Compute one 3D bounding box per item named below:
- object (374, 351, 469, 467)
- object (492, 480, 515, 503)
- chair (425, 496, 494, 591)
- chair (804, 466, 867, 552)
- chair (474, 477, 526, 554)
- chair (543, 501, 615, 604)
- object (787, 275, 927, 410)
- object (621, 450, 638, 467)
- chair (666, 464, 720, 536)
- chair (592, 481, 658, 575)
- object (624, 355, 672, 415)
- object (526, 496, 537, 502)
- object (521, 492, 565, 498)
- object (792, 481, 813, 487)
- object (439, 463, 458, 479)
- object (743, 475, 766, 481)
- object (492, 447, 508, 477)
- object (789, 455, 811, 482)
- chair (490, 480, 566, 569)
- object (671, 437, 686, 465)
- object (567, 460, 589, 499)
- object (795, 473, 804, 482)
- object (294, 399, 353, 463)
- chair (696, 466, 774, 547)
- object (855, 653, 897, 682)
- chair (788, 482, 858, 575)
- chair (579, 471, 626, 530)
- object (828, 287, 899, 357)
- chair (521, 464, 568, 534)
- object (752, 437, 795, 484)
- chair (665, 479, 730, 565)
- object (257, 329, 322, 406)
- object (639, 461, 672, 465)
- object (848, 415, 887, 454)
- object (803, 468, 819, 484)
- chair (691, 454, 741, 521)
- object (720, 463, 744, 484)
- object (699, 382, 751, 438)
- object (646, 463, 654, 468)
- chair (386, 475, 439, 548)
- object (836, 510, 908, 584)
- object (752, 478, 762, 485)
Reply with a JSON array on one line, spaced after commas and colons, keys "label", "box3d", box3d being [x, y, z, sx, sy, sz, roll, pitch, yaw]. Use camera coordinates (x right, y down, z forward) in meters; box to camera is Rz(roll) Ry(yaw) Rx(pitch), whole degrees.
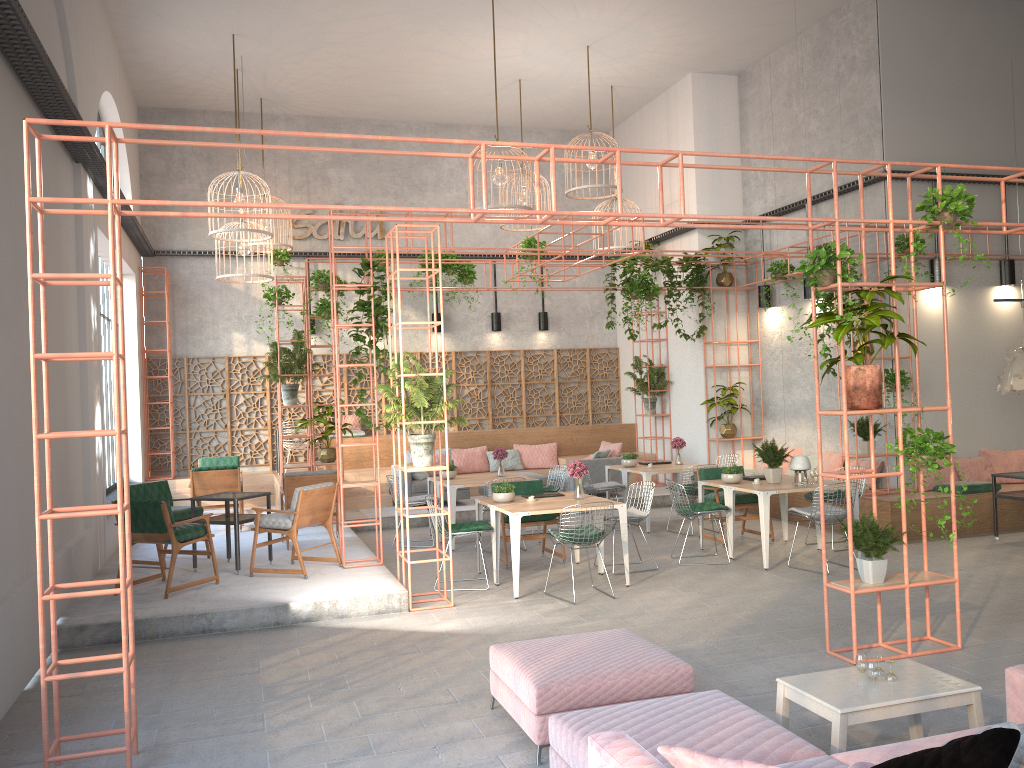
[{"label": "object", "box3d": [-0.892, 0.238, 8.514, 0.900, 1.100, 0.894, -2, -1, 12]}, {"label": "object", "box3d": [-0.088, 1.149, 9.487, 0.252, 0.247, 0.247, -2, -1, -17]}, {"label": "chair", "box3d": [-0.531, 1.630, 9.248, 0.717, 0.941, 0.565, -2, -1, -1]}, {"label": "chair", "box3d": [3.892, 1.478, 10.647, 0.717, 0.941, 0.565, -2, -1, -16]}, {"label": "chair", "box3d": [-0.139, 1.639, 11.301, 0.565, 0.941, 0.717, -2, -1, -21]}, {"label": "chair", "box3d": [0.654, 1.577, 8.573, 0.565, 0.941, 0.717, -2, -1, -21]}, {"label": "object", "box3d": [2.462, -0.290, 6.347, 0.924, 0.946, 0.923, -3, -1, 39]}, {"label": "object", "box3d": [1.728, 1.096, 13.024, 0.254, 0.247, 0.248, -2, -1, -17]}, {"label": "chair", "box3d": [2.472, 1.549, 12.110, 0.565, 0.941, 0.717, -2, -1, -21]}, {"label": "chair", "box3d": [1.239, 1.569, 9.806, 0.717, 0.941, 0.565, -2, -1, -16]}, {"label": "object", "box3d": [2.499, 0.010, 16.272, 0.900, 1.097, 0.894, -2, -1, 12]}, {"label": "object", "box3d": [0.207, 1.221, 9.452, 0.115, 0.073, 0.115, -2, -1, -23]}, {"label": "object", "box3d": [0.343, 1.244, 9.843, 0.427, 0.031, 0.268, -2, -1, -17]}, {"label": "object", "box3d": [3.185, 1.100, 9.725, 0.218, 0.041, 0.218, -2, -1, -9]}, {"label": "object", "box3d": [-0.882, 1.186, 12.214, 0.252, 0.247, 0.247, -2, -1, -17]}, {"label": "object", "box3d": [2.994, 1.127, 10.684, 0.427, 0.031, 0.268, -2, -1, -17]}, {"label": "object", "box3d": [-0.161, 1.075, 12.267, 0.225, 0.414, 0.213, -2, -1, -25]}, {"label": "object", "box3d": [3.305, 0.977, 10.165, 0.241, 0.313, 0.241, -3, -1, 28]}, {"label": "chair", "box3d": [0.159, 1.622, 10.436, 0.722, 0.917, 0.685, -2, -1, -17]}, {"label": "object", "box3d": [2.455, 0.985, 13.079, 0.225, 0.414, 0.213, -2, -1, -25]}, {"label": "object", "box3d": [0.705, 1.021, 9.468, 0.225, 0.414, 0.213, -2, -1, -25]}, {"label": "object", "box3d": [3.230, 1.062, 9.963, 0.095, 0.119, 0.095, -2, -1, 7]}, {"label": "object", "box3d": [-2.728, 0.679, 12.782, 0.903, 0.923, 0.934, -3, -1, 39]}, {"label": "chair", "box3d": [2.812, 1.531, 11.276, 0.722, 0.917, 0.685, -2, -1, -17]}, {"label": "object", "box3d": [1.875, 1.485, 4.571, 0.156, 0.145, 0.199, -2, -1, -3]}, {"label": "chair", "box3d": [3.306, 1.486, 9.414, 0.565, 0.941, 0.717, -2, -1, -21]}, {"label": "chair", "box3d": [1.287, 1.602, 12.785, 0.717, 0.941, 0.565, -2, -1, -1]}, {"label": "object", "box3d": [4.502, -0.814, 11.453, 0.903, 0.947, 0.934, -3, -1, 34]}, {"label": "chair", "box3d": [0.447, 1.632, 12.533, 0.717, 0.941, 0.565, -2, -1, -16]}, {"label": "object", "box3d": [2.974, 0.872, 10.179, 0.368, 0.527, 0.438, -2, -1, -17]}, {"label": "chair", "box3d": [2.121, 1.539, 10.089, 0.717, 0.941, 0.565, -2, -1, -1]}, {"label": "object", "box3d": [-3.205, -0.239, 12.838, 0.900, 1.101, 0.894, -3, -1, 37]}, {"label": "object", "box3d": [2.160, 1.191, 13.380, 0.427, 0.031, 0.268, -2, -1, -17]}, {"label": "object", "box3d": [4.606, 0.652, 11.558, 0.368, 0.527, 0.438, -2, -1, -17]}, {"label": "object", "box3d": [3.423, 1.042, 10.060, 0.210, 0.154, 0.165, -2, -1, -28]}, {"label": "chair", "box3d": [3.058, 1.541, 13.343, 0.717, 0.941, 0.565, -2, -1, -16]}, {"label": "object", "box3d": [2.562, 1.032, 10.328, 0.254, 0.247, 0.248, -2, -1, -17]}, {"label": "object", "box3d": [3.542, 0.436, 14.780, 0.903, 0.919, 0.934, -3, -1, 44]}, {"label": "object", "box3d": [1.986, 1.170, 12.730, 0.115, 0.078, 0.115, -2, -1, -12]}, {"label": "chair", "box3d": [-1.324, 1.693, 11.976, 0.717, 0.941, 0.565, -2, -1, -1]}, {"label": "object", "box3d": [2.583, 1.173, 6.424, 0.368, 0.527, 0.438, -2, -1, -17]}, {"label": "object", "box3d": [2.794, 1.109, 10.119, 0.115, 0.078, 0.115, -2, -1, -12]}]
